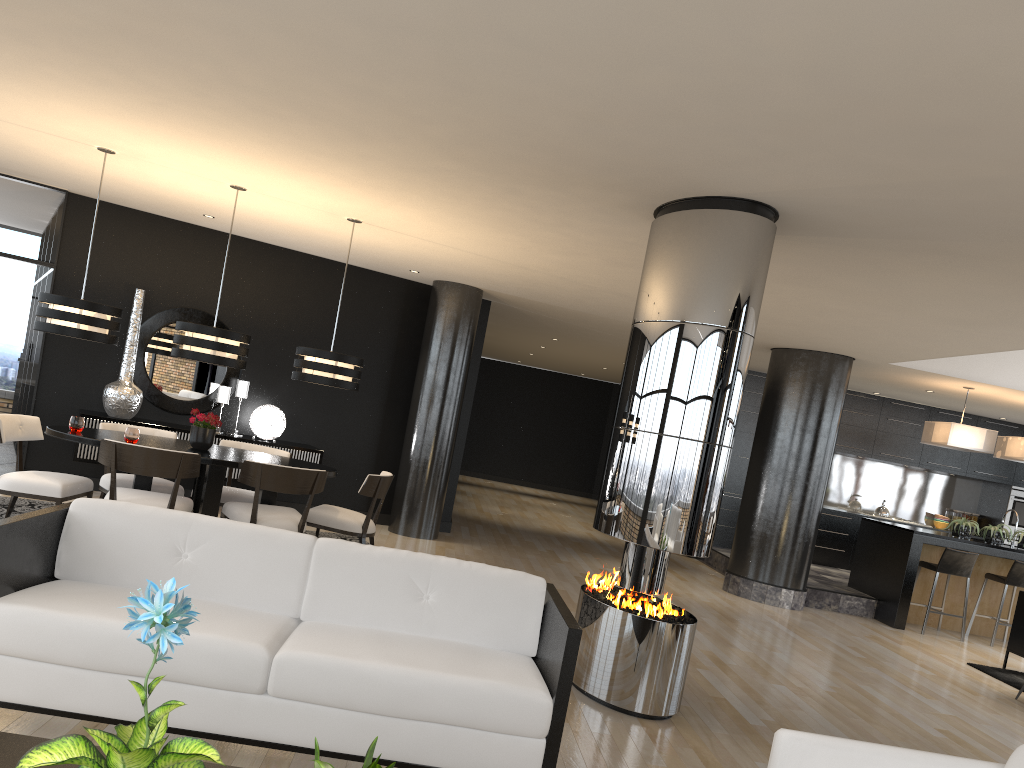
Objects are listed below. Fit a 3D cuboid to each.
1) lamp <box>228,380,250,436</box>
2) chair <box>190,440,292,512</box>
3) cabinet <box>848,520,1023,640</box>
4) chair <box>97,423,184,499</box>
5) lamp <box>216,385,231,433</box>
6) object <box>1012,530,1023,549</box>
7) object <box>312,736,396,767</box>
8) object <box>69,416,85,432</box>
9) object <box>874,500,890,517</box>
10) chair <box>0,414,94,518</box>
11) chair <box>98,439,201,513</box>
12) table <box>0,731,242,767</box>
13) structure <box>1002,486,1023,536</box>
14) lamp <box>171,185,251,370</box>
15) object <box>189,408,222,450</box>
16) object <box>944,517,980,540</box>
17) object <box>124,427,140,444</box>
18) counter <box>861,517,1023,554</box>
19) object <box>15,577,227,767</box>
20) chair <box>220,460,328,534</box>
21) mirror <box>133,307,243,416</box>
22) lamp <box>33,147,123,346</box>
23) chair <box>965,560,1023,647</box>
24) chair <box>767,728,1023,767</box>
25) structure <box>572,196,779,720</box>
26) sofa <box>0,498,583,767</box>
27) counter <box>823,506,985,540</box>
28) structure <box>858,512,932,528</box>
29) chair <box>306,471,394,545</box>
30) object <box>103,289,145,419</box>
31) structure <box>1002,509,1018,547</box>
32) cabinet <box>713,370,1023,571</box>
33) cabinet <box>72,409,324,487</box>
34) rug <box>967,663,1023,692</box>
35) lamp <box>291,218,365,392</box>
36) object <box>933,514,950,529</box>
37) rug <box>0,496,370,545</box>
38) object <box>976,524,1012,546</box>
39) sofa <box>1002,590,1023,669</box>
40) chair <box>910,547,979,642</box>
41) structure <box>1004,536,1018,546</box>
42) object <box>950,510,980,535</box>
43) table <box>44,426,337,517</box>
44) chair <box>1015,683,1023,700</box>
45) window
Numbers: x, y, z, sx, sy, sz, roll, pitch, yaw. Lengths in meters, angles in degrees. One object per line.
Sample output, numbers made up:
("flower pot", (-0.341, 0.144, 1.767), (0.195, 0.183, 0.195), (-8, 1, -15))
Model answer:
("lamp", (-2.731, 0.238, 8.836), (0.131, 0.552, 0.125), (12, 3, 25))
("chair", (-2.258, 0.912, 7.354), (0.642, 0.808, 0.615), (11, 1, 1))
("cabinet", (5.648, 2.409, 10.124), (3.119, 1.041, 1.176), (11, 0, -5))
("chair", (-2.975, 0.762, 7.022), (0.648, 0.808, 0.610), (10, 1, -41))
("lamp", (-2.866, 0.250, 8.705), (0.125, 0.466, 0.131), (10, 3, -5))
("object", (5.773, 1.746, 9.784), (0.404, 0.217, 0.399), (10, -1, 20))
("object", (-0.337, 0.898, 1.751), (0.216, 0.371, 0.281), (9, 2, -41))
("object", (-3.061, 0.283, 6.209), (0.094, 0.106, 0.096), (11, 1, 29))
("object", (5.400, 1.800, 12.844), (0.222, 0.230, 0.220), (11, 0, -12))
("chair", (-3.337, 0.657, 6.184), (0.617, 0.808, 0.640), (11, 1, -6))
("chair", (-2.522, 0.807, 6.075), (0.646, 0.808, 0.612), (10, 1, -17))
("table", (-0.749, 1.185, 1.765), (2.035, 0.352, 1.262), (11, -2, -5))
("structure", (7.476, 1.878, 12.759), (0.702, 0.709, 0.085), (11, 3, -5))
("lamp", (-2.150, -0.810, 6.576), (0.539, 1.332, 0.530), (10, 2, -28))
("object", (-2.318, 0.346, 6.644), (0.239, 0.299, 0.227), (10, 1, -25))
("object", (4.944, 1.577, 9.757), (0.404, 0.240, 0.399), (10, -1, 20))
("object", (-2.641, 0.359, 6.134), (0.096, 0.106, 0.095), (11, 1, -16))
("counter", (5.748, 1.882, 10.097), (3.119, 0.032, 1.177), (11, -2, -5))
("object", (-0.732, 0.688, 1.738), (0.354, 0.633, 0.371), (11, 2, 15))
("chair", (-1.779, 0.966, 6.501), (0.647, 0.808, 0.610), (10, 1, -34))
("mirror", (-3.238, -0.224, 8.788), (1.083, 1.081, 0.025), (11, 3, -27))
("lamp", (-2.939, -0.977, 6.165), (0.539, 1.332, 0.530), (10, 2, -28))
("chair", (5.424, 2.386, 9.645), (0.476, 0.966, 0.517), (11, 2, -5))
("chair", (1.060, 1.276, 1.894), (0.856, 0.858, 0.998), (11, 0, -5))
("structure", (0.866, 0.415, 4.973), (0.589, 2.750, 0.885), (10, 3, -17))
("sofa", (-0.847, 1.005, 3.343), (2.035, 0.806, 0.836), (11, 0, -5))
("counter", (5.606, 2.018, 12.972), (2.865, 0.034, 0.729), (11, -2, -5))
("structure", (5.612, 1.995, 12.951), (0.901, 0.067, 0.519), (11, -2, -5))
("chair", (-1.333, 1.079, 7.178), (0.616, 0.808, 0.641), (11, 1, 2))
("object", (-3.561, -0.281, 8.229), (0.345, 1.212, 0.340), (10, 3, -18))
("structure", (5.710, 1.962, 10.393), (2.781, 1.022, 0.653), (11, 1, -5))
("cabinet", (5.694, 1.569, 12.924), (5.736, 2.534, 0.724), (11, 2, -5))
("cabinet", (-3.085, 0.834, 8.696), (2.253, 0.769, 0.605), (12, 0, -27))
("rug", (5.738, 2.810, 6.965), (3.036, 0.011, 2.477), (11, -2, -4))
("lamp", (-1.361, -0.643, 6.986), (0.539, 1.332, 0.530), (10, 2, -28))
("object", (6.438, 2.070, 13.242), (0.205, 0.206, 0.184), (11, 1, -4))
("rug", (-2.549, 1.233, 6.693), (3.748, 0.011, 2.696), (12, -3, -27))
("object", (5.348, 1.654, 9.769), (0.395, 0.239, 0.408), (10, -1, 20))
("sofa", (5.665, 2.433, 7.870), (2.035, 0.806, 0.836), (11, 0, -5))
("chair", (4.653, 2.237, 9.575), (0.476, 0.966, 0.517), (11, 2, -5))
("structure", (7.343, 2.588, 12.796), (0.702, 0.709, 0.085), (11, 3, -5))
("object", (6.815, 2.083, 13.296), (0.366, 0.317, 0.113), (11, 2, -5))
("table", (-2.418, 0.871, 6.689), (2.120, 0.771, 1.200), (12, -1, -25))
("chair", (4.308, 2.190, 6.661), (0.685, 0.676, 0.803), (11, 0, -5))
("window", (2.915, -0.234, 5.243), (15.970, 4.796, 10.067), (11, -2, -18))
